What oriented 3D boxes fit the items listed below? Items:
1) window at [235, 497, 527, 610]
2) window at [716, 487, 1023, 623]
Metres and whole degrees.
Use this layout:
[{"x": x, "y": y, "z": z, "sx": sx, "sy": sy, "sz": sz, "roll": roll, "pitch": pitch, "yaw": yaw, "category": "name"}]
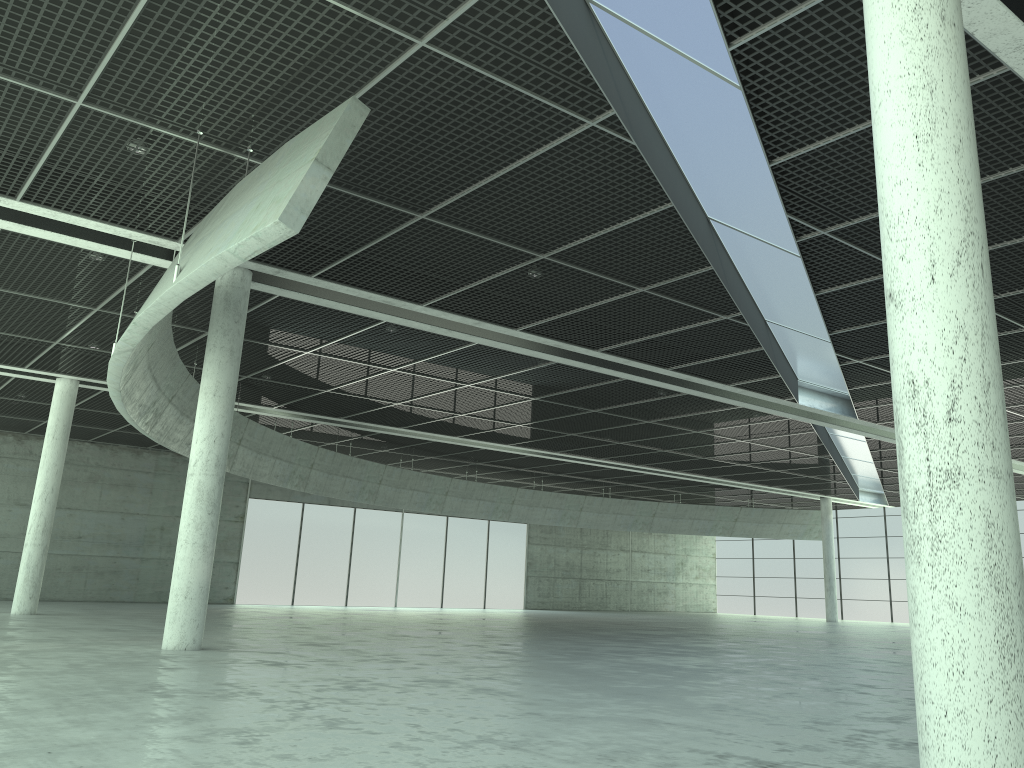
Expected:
[{"x": -11.498, "y": 19.848, "z": 90.385, "sx": 33.514, "sy": 10.663, "sz": 0.159, "roll": 13, "pitch": -18, "yaw": -37, "category": "window"}, {"x": 19.598, "y": 8.761, "z": 53.099, "sx": 100.742, "sy": 16.082, "sz": 99.601, "roll": 13, "pitch": -18, "yaw": -37, "category": "window"}]
